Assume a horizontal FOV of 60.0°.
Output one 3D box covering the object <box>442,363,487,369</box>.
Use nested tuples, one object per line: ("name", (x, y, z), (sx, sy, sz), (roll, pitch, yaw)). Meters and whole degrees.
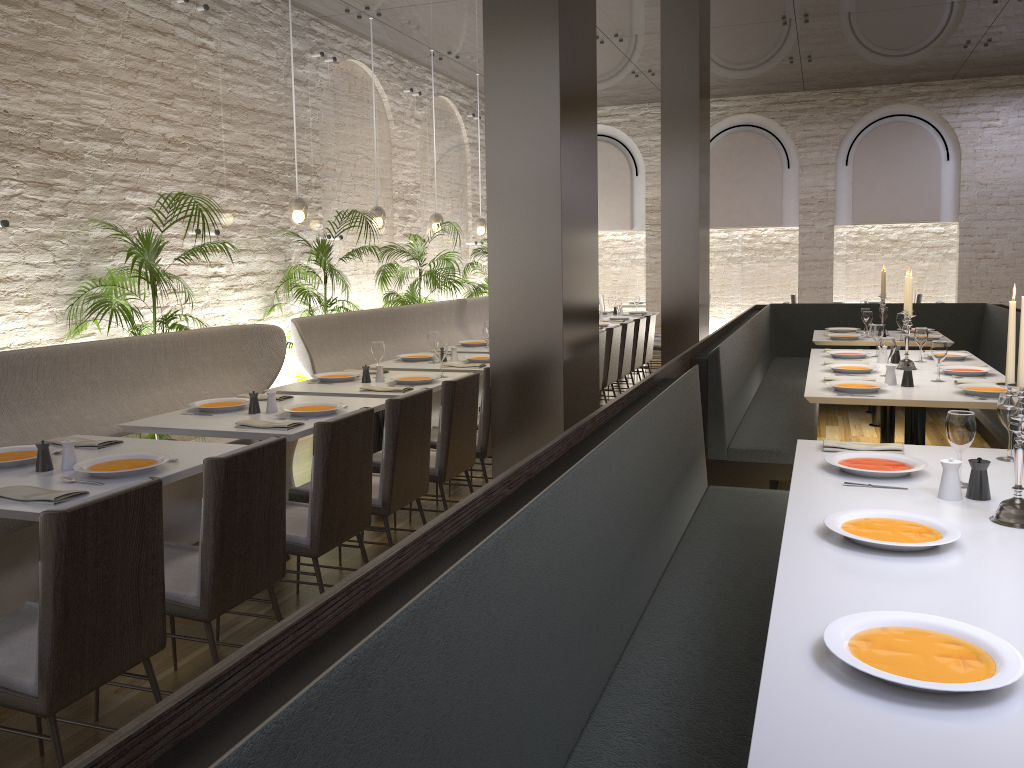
("object", (-0.329, -0.127, 6.149), (0.273, 0.033, 0.143), (2, 8, 19))

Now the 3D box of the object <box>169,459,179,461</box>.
("object", (-1.331, 0.281, 3.325), (0.185, 0.010, 0.017), (2, 8, 19))

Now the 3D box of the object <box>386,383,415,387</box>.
("object", (-0.660, 0.007, 5.224), (0.181, 0.015, 0.038), (2, 8, 21))

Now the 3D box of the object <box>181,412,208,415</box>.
("object", (-1.542, 0.146, 4.340), (0.185, 0.010, 0.017), (2, 8, 19))

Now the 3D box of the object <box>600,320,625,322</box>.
("object", (1.183, -0.739, 10.423), (0.273, 0.033, 0.143), (2, 8, 19))

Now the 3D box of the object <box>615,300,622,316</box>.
("object", (1.326, -0.931, 11.029), (0.086, 0.230, 0.087), (-6, 8, -40))

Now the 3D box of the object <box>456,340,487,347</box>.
("object", (-0.329, -0.353, 7.756), (0.322, 0.036, 0.323), (-1, 8, -2))

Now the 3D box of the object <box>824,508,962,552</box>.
("object", (0.960, 0.377, 2.248), (0.321, 0.036, 0.323), (-2, 8, -5))

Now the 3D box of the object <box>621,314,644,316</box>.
("object", (1.561, -0.892, 11.494), (0.273, 0.033, 0.143), (2, 8, 19))

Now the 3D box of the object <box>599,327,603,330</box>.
("object", (0.817, -0.590, 9.388), (0.273, 0.033, 0.143), (2, 8, 19))

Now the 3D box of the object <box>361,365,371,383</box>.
("object", (-0.894, -0.064, 5.425), (0.059, 0.109, 0.059), (2, 7, 28))

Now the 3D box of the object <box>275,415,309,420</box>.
("object", (-1.036, 0.159, 4.160), (0.181, 0.015, 0.038), (2, 8, 21))

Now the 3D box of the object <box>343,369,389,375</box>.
("object", (-0.970, -0.079, 5.889), (0.273, 0.033, 0.143), (2, 8, 19))

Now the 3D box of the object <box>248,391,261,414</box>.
("object", (-1.270, 0.088, 4.362), (0.059, 0.109, 0.059), (0, 6, 11))

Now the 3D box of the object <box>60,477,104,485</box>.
("object", (-1.451, 0.327, 2.986), (0.181, 0.015, 0.038), (2, 8, 21))

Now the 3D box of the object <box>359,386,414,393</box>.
("object", (-0.715, 0.030, 5.057), (0.273, 0.033, 0.143), (2, 8, 19))

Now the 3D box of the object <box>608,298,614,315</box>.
("object", (1.310, -1.028, 11.746), (0.086, 0.230, 0.087), (-6, 8, -40))

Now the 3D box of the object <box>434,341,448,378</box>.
("object", (-0.448, -0.157, 5.609), (0.086, 0.230, 0.087), (-4, 7, -28))

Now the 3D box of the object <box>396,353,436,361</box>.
("object", (-0.714, -0.197, 6.666), (0.321, 0.036, 0.323), (-1, 8, 2))

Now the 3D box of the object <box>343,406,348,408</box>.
("object", (-0.916, 0.113, 4.499), (0.185, 0.010, 0.017), (2, 8, 19))

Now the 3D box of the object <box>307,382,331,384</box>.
("object", (-1.166, -0.006, 5.404), (0.185, 0.010, 0.017), (2, 8, 19))

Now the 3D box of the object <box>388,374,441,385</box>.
("object", (-0.594, -0.025, 5.394), (0.322, 0.036, 0.322), (-7, 9, -35))

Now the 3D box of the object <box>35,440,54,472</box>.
("object", (-1.685, 0.257, 3.188), (0.059, 0.109, 0.059), (0, 6, 11))

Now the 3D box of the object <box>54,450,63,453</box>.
("object", (-1.837, 0.263, 3.504), (0.181, 0.015, 0.038), (2, 8, 21))

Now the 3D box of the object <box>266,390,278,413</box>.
("object", (-1.188, 0.084, 4.382), (0.059, 0.109, 0.059), (0, 6, 11))

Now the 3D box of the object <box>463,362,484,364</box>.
("object", (-0.273, -0.150, 6.316), (0.181, 0.015, 0.038), (2, 8, 21))

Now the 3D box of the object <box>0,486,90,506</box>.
("object", (-1.506, 0.350, 2.819), (0.273, 0.033, 0.143), (2, 8, 19))

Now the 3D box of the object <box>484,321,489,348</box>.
("object", (-0.194, -0.419, 7.494), (0.086, 0.230, 0.087), (-4, 7, -28))

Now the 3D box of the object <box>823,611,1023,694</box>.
("object", (0.714, 0.476, 1.551), (0.321, 0.036, 0.323), (-2, 8, -5))

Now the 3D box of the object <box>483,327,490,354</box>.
("object", (-0.180, -0.321, 6.769), (0.086, 0.230, 0.086), (2, 6, 25))

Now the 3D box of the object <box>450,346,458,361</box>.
("object", (-0.426, -0.224, 6.537), (0.059, 0.109, 0.059), (0, 6, 11))

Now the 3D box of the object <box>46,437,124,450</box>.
("object", (-1.761, 0.241, 3.652), (0.273, 0.033, 0.143), (2, 8, 19))

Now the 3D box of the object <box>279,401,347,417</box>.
("object", (-0.970, 0.127, 4.330), (0.322, 0.036, 0.323), (-1, 8, -2))

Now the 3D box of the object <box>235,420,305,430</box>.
("object", (-1.091, 0.182, 3.994), (0.273, 0.033, 0.143), (2, 8, 19))

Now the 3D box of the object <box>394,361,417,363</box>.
("object", (-0.779, -0.162, 6.496), (0.185, 0.010, 0.017), (2, 8, 19))

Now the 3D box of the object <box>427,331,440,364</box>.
("object", (-0.571, -0.267, 6.428), (0.086, 0.230, 0.086), (-3, 6, -22))

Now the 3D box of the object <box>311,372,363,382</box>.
("object", (-1.100, -0.041, 5.574), (0.322, 0.036, 0.322), (-7, 9, -35))

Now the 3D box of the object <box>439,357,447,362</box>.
("object", (-0.507, -0.220, 6.517), (0.059, 0.109, 0.059), (0, 6, 11))

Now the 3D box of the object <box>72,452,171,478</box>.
("object", (-1.386, 0.295, 3.156), (0.322, 0.036, 0.323), (-1, 8, -2))

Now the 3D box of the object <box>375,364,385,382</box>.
("object", (-0.812, -0.068, 5.445), (0.059, 0.109, 0.059), (2, 7, 28))

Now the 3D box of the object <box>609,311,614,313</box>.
("object", (1.306, -1.001, 12.326), (0.273, 0.033, 0.143), (2, 8, 19))

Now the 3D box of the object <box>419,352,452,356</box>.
("object", (-0.584, -0.236, 6.981), (0.273, 0.033, 0.143), (2, 8, 19))

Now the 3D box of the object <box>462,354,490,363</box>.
("object", (-0.208, -0.182, 6.486), (0.321, 0.036, 0.323), (-1, 8, 2))

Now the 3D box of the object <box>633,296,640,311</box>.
("object", (1.701, -1.082, 12.087), (0.086, 0.230, 0.087), (-6, 8, -40))

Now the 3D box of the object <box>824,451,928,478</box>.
("object", (1.213, 0.274, 2.962), (0.322, 0.036, 0.323), (5, 10, 39))

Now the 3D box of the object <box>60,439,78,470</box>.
("object", (-1.603, 0.252, 3.207), (0.059, 0.109, 0.059), (0, 6, 11))

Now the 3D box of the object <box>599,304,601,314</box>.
("object", (0.962, -0.783, 9.999), (0.086, 0.230, 0.087), (-6, 8, -40))

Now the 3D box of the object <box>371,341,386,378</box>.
("object", (-0.849, -0.154, 5.641), (0.086, 0.230, 0.087), (-4, 7, -28))

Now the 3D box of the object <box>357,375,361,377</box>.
("object", (-1.046, -0.057, 5.742), (0.181, 0.015, 0.038), (2, 8, 21))

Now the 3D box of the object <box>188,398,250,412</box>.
("object", (-1.477, 0.111, 4.510), (0.322, 0.036, 0.323), (-1, 8, -2))

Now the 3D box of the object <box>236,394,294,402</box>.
("object", (-1.346, 0.073, 4.826), (0.273, 0.033, 0.143), (2, 8, 19))

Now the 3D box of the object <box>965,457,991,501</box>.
("object", (1.372, 0.278, 2.603), (0.069, 0.126, 0.069), (0, 6, 13))

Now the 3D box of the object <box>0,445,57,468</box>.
("object", (-1.892, 0.279, 3.336), (0.322, 0.036, 0.323), (-1, 8, -2))
